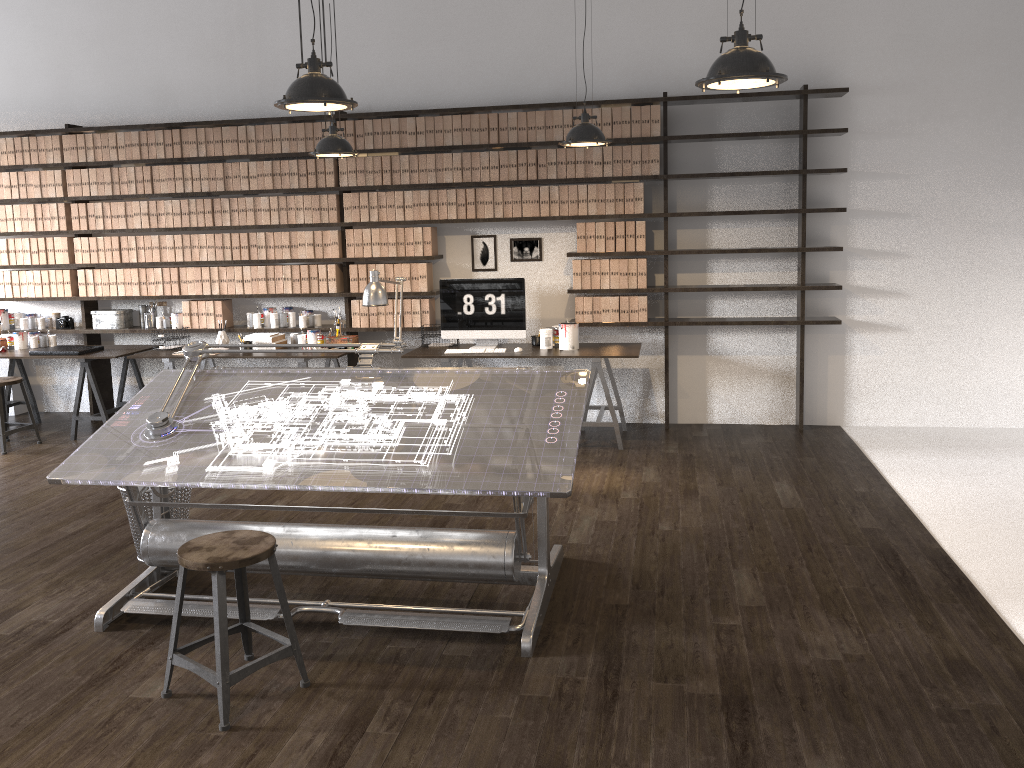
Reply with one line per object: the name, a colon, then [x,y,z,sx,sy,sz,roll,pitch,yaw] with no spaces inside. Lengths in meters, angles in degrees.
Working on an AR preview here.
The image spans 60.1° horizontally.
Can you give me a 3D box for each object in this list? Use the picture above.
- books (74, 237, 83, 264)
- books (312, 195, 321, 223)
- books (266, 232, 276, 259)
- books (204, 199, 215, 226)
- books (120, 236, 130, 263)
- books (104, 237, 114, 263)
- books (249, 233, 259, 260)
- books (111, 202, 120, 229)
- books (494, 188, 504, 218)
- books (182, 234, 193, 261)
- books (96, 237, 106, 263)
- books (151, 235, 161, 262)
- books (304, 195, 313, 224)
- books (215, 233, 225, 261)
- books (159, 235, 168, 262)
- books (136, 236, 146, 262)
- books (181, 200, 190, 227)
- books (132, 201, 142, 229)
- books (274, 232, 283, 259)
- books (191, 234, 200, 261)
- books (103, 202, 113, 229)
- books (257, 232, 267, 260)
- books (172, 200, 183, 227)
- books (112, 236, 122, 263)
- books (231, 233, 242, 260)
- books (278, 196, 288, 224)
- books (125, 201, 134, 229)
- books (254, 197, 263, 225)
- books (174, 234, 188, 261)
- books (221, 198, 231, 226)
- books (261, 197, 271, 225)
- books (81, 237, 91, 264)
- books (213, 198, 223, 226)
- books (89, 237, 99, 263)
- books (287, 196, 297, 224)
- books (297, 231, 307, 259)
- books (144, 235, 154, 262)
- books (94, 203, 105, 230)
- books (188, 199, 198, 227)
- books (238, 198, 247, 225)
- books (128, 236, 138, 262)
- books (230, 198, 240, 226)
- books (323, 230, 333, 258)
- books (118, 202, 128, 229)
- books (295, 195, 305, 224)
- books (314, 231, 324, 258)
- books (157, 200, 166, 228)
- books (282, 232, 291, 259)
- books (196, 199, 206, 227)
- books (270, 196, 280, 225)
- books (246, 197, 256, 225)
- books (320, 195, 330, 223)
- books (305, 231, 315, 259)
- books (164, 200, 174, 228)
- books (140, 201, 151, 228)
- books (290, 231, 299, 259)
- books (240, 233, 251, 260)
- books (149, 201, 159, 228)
books: [-3.561,-1.109,7.383,0.067,0.224,0.175,0,8,10]
books: [-1.508,-1.373,6.976,0.067,0.224,0.176,0,8,10]
books: [-1.897,-1.102,7.088,0.067,0.224,0.175,0,8,10]
books: [-2.400,-1.377,7.137,0.067,0.224,0.176,0,8,10]
books: [-3.144,-1.108,7.312,0.067,0.224,0.176,0,8,10]
books: [-3.291,-1.108,7.338,0.067,0.224,0.176,0,8,10]
books: [-2.036,-1.103,7.113,0.067,0.224,0.176,0,8,10]
books: [-3.213,-1.381,7.288,0.067,0.224,0.176,0,8,10]
books: [-0.086,-1.373,6.724,0.067,0.224,0.175,0,8,10]
books: [-2.600,-1.105,7.213,0.067,0.224,0.176,0,8,10]
books: [-3.356,-1.108,7.347,0.067,0.224,0.176,0,8,10]
books: [-2.869,-1.105,7.256,0.067,0.224,0.176,0,8,10]
books: [-1.573,-1.373,6.988,0.067,0.224,0.176,0,8,10]
books: [-2.321,-1.103,7.158,0.067,0.224,0.176,0,8,10]
books: [-2.803,-1.106,7.249,0.067,0.224,0.176,0,8,10]
books: [-3.004,-1.107,7.286,0.067,0.224,0.175,0,8,10]
books: [-2.600,-1.377,7.172,0.067,0.224,0.176,0,8,10]
books: [-3.019,-1.380,7.250,0.067,0.224,0.176,0,8,10]
books: [-1.827,-1.102,7.075,0.067,0.224,0.176,0,8,10]
books: [-2.531,-1.105,7.203,0.067,0.224,0.175,0,8,10]
books: [-3.283,-1.381,7.300,0.067,0.224,0.175,0,8,10]
books: [-1.967,-1.102,7.096,0.067,0.224,0.175,0,8,10]
books: [-2.671,-1.378,7.184,0.067,0.224,0.176,0,8,10]
books: [-3.219,-1.107,7.320,0.067,0.224,0.176,0,8,10]
books: [-2.183,-1.104,7.140,0.067,0.224,0.176,0,8,10]
books: [-1.781,-1.375,7.030,0.067,0.224,0.176,0,8,10]
books: [-3.081,-1.380,7.263,0.067,0.224,0.176,0,8,10]
books: [-1.984,-1.376,7.066,0.067,0.224,0.176,0,8,10]
books: [-2.670,-1.105,7.222,0.067,0.224,0.176,0,8,10]
books: [-2.256,-1.376,7.112,0.067,0.224,0.175,0,8,10]
books: [-1.922,-1.375,7.054,0.067,0.224,0.176,0,8,10]
books: [-3.490,-1.108,7.367,0.067,0.224,0.176,0,8,10]
books: [-2.325,-1.377,7.129,0.067,0.224,0.176,0,8,10]
books: [-3.419,-1.108,7.354,0.067,0.224,0.176,0,8,10]
books: [-1.712,-1.375,7.020,0.067,0.224,0.175,0,8,10]
books: [-1.634,-1.101,7.038,0.067,0.224,0.176,0,8,10]
books: [-2.935,-1.107,7.274,0.067,0.224,0.176,0,8,10]
books: [-3.353,-1.381,7.309,0.067,0.224,0.175,0,8,10]
books: [-2.537,-1.378,7.165,0.067,0.224,0.176,0,8,10]
books: [-2.115,-1.376,7.091,0.067,0.224,0.176,0,8,10]
books: [-3.075,-1.107,7.295,0.067,0.224,0.175,0,8,10]
books: [-2.185,-1.377,7.104,0.067,0.224,0.175,0,8,10]
books: [-1.430,-1.101,7.005,0.067,0.224,0.175,0,8,10]
books: [-3.147,-1.380,7.270,0.067,0.224,0.176,0,8,10]
books: [-1.644,-1.374,7.004,0.067,0.224,0.175,0,8,10]
books: [-1.499,-1.101,7.016,0.067,0.224,0.176,0,8,10]
books: [-2.809,-1.379,7.217,0.067,0.224,0.175,0,8,10]
books: [-1.762,-1.101,7.058,0.067,0.224,0.176,0,8,10]
books: [-2.472,-1.378,7.155,0.067,0.224,0.176,0,8,10]
books: [-1.851,-1.374,7.039,0.067,0.224,0.176,0,8,10]
books: [-2.050,-1.375,7.073,0.067,0.224,0.176,0,8,10]
books: [-1.445,-1.373,6.969,0.067,0.224,0.176,0,8,10]
books: [-1.568,-1.100,7.024,0.067,0.224,0.176,0,8,10]
books: [-2.741,-1.378,7.200,0.067,0.224,0.175,0,8,10]
books: [-2.948,-1.379,7.236,0.067,0.224,0.176,0,8,10]
books: [-1.695,-1.101,7.050,0.067,0.224,0.176,0,8,10]
books: [-2.111,-1.102,7.121,0.067,0.224,0.176,0,8,10]
books: [-2.879,-1.379,7.227,0.067,0.224,0.176,0,8,10]
